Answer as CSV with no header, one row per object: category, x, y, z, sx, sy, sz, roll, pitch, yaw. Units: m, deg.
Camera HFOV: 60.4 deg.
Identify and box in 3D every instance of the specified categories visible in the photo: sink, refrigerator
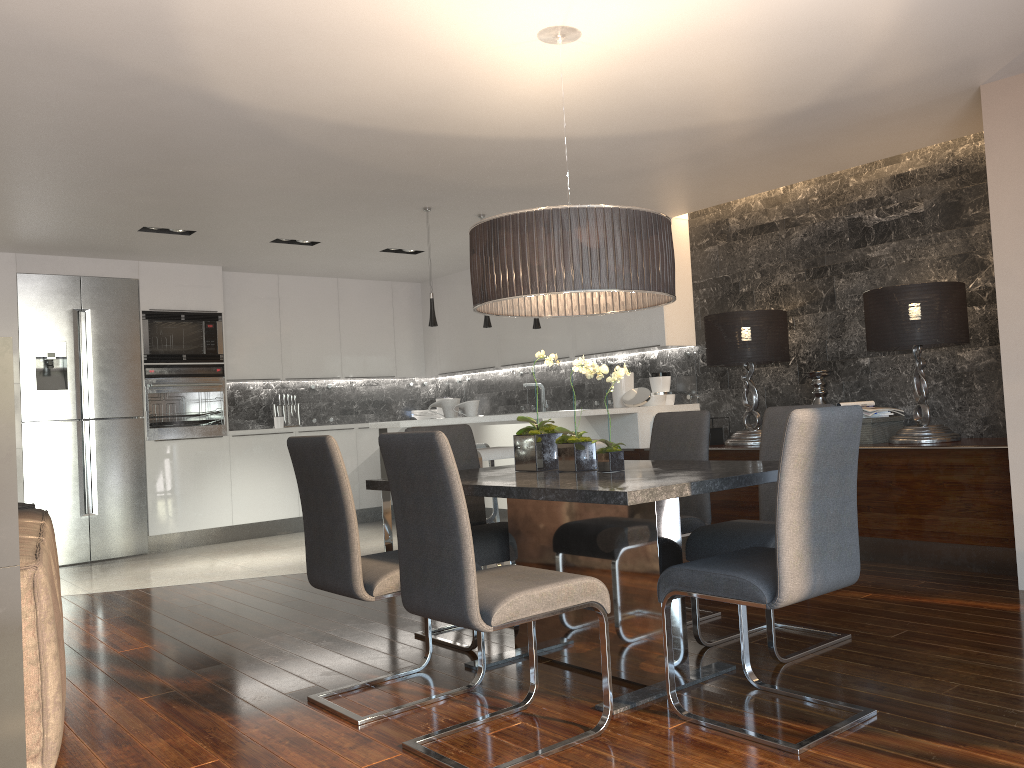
sink,0.269,0.242,8.091,0.537,0.521,1.090,-2,-3,-39
refrigerator,-3.656,0.299,7.404,0.921,2.343,0.552,-1,-3,-39

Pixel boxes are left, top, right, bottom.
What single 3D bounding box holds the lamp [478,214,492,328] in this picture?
lamp,-0.205,-0.840,6.564,0.061,0.845,0.055,-1,-3,-39

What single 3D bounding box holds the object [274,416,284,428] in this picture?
object,-2.267,0.372,8.560,0.091,0.117,0.093,-4,-2,10

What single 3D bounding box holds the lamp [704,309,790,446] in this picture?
lamp,1.705,-0.036,6.325,0.560,0.934,0.624,-5,-3,41

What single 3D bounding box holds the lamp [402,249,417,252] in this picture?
lamp,-0.902,-1.223,7.864,0.170,0.077,0.183,-4,-2,22

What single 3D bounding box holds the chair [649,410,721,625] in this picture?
chair,0.646,0.623,4.147,0.603,0.965,0.405,-1,-3,-39

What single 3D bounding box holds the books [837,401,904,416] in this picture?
books,2.305,0.165,5.664,0.338,0.109,0.260,-2,-2,-29

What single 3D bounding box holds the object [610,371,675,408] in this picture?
object,1.097,0.030,7.050,0.602,0.298,0.396,-2,-2,-27

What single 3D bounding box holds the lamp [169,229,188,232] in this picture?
lamp,-2.479,-1.177,6.566,0.168,0.077,0.186,-5,-2,34

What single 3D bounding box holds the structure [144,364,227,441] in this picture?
structure,-3.010,0.168,7.921,0.701,0.651,0.614,-2,-3,-39

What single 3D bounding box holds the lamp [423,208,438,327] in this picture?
lamp,-0.582,-0.829,6.255,0.061,0.845,0.055,-1,-3,-39

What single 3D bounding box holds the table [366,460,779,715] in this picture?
table,0.302,0.720,3.419,1.098,0.760,1.515,-2,-3,-39

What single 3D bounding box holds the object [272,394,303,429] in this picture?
object,-2.227,0.265,8.703,0.306,0.336,0.057,-2,-3,-36

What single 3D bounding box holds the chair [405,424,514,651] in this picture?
chair,-0.175,0.668,4.063,0.451,0.965,0.541,-1,-3,-39

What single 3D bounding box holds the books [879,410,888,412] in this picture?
books,2.231,0.183,5.686,0.318,0.011,0.253,-3,-2,2

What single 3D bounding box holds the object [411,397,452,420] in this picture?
object,-0.885,0.269,9.608,0.372,0.234,0.524,-2,-2,-29

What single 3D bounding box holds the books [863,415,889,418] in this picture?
books,2.237,0.214,5.671,0.315,0.011,0.255,-4,-2,7

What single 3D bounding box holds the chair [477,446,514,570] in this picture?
chair,-0.144,0.796,5.398,0.443,0.800,0.407,-1,-3,-39

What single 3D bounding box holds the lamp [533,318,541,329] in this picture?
lamp,0.171,-0.852,6.874,0.061,0.845,0.055,-1,-3,-39

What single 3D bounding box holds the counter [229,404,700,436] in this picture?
counter,-0.759,0.333,7.709,2.841,0.041,3.811,-2,-3,-39

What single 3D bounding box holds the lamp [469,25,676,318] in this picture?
lamp,0.219,-0.858,3.499,0.830,1.103,0.778,-3,-2,-15

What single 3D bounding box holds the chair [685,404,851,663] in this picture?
chair,1.057,0.580,3.629,0.603,0.965,0.405,-1,-3,-39

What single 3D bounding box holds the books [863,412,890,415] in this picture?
books,2.239,0.193,5.681,0.321,0.011,0.251,-3,-2,-3

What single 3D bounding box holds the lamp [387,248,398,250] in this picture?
lamp,-1.048,-1.219,7.743,0.169,0.077,0.184,-4,-2,27

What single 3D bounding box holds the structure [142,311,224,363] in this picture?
structure,-3.069,-0.393,7.977,0.696,0.450,0.579,-2,-3,-39

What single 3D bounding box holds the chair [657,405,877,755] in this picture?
chair,0.804,0.566,2.788,0.451,0.965,0.541,-1,-3,-39

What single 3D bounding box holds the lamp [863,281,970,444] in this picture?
lamp,2.476,-0.115,5.354,0.608,0.934,0.577,-3,-2,-13

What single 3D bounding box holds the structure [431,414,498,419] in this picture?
structure,-0.445,0.333,8.990,0.598,0.011,0.590,-2,-3,-39

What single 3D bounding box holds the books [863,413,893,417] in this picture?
books,2.251,0.203,5.668,0.321,0.011,0.251,-3,-2,-3

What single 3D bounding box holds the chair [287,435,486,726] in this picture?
chair,-0.463,0.656,3.235,0.603,0.965,0.405,-1,-3,-39

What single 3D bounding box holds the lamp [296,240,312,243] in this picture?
lamp,-1.690,-1.200,7.217,0.168,0.077,0.186,-5,-2,34

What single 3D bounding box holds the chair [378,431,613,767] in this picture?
chair,-0.052,0.613,2.716,0.603,0.965,0.405,-1,-3,-39

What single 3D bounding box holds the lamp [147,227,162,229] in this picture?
lamp,-2.626,-1.172,6.445,0.186,0.077,0.167,-2,-3,-39

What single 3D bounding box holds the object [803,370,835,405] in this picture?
object,2.077,0.155,5.916,0.205,0.486,0.212,-3,-2,9

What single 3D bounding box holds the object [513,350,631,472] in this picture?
object,0.266,0.094,3.559,0.327,0.501,0.543,-1,-3,-42

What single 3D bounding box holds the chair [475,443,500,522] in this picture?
chair,-0.379,0.847,6.452,0.443,0.800,0.407,-1,-3,-39

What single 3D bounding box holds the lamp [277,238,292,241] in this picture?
lamp,-1.837,-1.196,7.095,0.186,0.077,0.167,-2,-3,-39

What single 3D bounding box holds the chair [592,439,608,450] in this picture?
chair,0.431,0.779,5.871,0.443,0.800,0.407,-1,-3,-39

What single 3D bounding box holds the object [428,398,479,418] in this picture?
object,-0.388,0.163,5.990,0.198,0.133,0.414,-2,-3,-38

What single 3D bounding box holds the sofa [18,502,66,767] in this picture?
sofa,-3.065,0.922,2.858,2.868,0.704,2.366,-2,-2,-29

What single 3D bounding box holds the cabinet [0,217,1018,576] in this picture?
cabinet,-0.642,-0.004,6.062,4.693,2.501,6.545,-2,-3,-39
